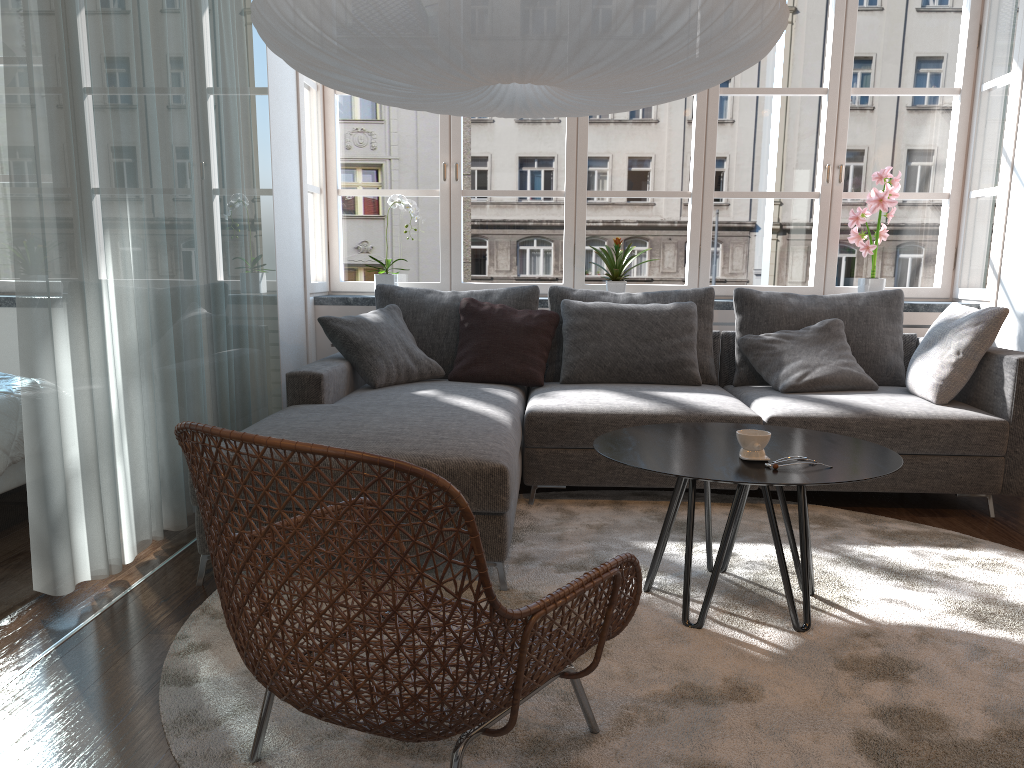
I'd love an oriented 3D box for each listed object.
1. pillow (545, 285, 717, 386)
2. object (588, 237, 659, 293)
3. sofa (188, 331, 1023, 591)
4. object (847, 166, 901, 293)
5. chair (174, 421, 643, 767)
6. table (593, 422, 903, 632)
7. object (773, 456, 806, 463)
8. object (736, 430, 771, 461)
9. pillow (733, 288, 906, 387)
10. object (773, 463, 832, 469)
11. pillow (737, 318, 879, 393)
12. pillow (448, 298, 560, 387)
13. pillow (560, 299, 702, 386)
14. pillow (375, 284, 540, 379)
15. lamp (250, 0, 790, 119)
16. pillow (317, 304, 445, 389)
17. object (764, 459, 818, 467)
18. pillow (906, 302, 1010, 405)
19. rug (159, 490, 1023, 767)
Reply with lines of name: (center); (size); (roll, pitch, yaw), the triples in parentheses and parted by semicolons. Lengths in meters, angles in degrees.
pillow: (0.585, -0.241, 4.362); (0.839, 0.482, 0.273); (1, 11, 3)
object: (0.590, -0.621, 4.737); (0.375, 0.333, 0.319); (-3, 10, -22)
sofa: (0.594, 0.186, 3.567); (3.067, 0.681, 2.014); (1, 8, 2)
object: (1.901, -0.782, 4.656); (0.200, 0.700, 0.294); (-3, 12, -18)
chair: (-0.199, 0.395, 1.688); (0.715, 0.719, 0.680); (7, 12, 34)
table: (0.654, 0.417, 2.573); (0.847, 0.479, 0.836); (1, 9, 5)
object: (0.743, 0.199, 2.366); (0.124, 0.010, 0.025); (-4, 9, -31)
object: (0.646, 0.168, 2.370); (0.091, 0.070, 0.137); (3, 9, 14)
pillow: (1.498, -0.223, 4.313); (0.836, 0.484, 0.271); (1, 11, 3)
object: (0.749, 0.210, 2.272); (0.168, 0.015, 0.014); (-1, 10, -10)
pillow: (1.366, -0.136, 4.094); (0.491, 0.325, 0.439); (-2, 9, -16)
pillow: (-0.037, -0.203, 4.230); (0.521, 0.409, 0.307); (1, 10, 4)
pillow: (0.564, -0.197, 4.228); (0.666, 0.403, 0.288); (1, 10, 2)
pillow: (-0.285, -0.251, 4.389); (0.836, 0.485, 0.271); (1, 11, 3)
lamp: (0.020, -0.922, 2.528); (1.462, 0.213, 1.459); (7, 10, 39)
pillow: (-0.600, -0.180, 4.116); (0.344, 0.364, 0.511); (9, 12, 41)
object: (0.732, 0.204, 2.310); (0.163, 0.016, 0.025); (-3, 9, -22)
pillow: (1.882, -0.140, 3.849); (0.286, 0.420, 0.488); (1, 9, 1)
rug: (0.518, 0.658, 2.531); (2.834, 0.012, 2.805); (-2, 8, -17)
